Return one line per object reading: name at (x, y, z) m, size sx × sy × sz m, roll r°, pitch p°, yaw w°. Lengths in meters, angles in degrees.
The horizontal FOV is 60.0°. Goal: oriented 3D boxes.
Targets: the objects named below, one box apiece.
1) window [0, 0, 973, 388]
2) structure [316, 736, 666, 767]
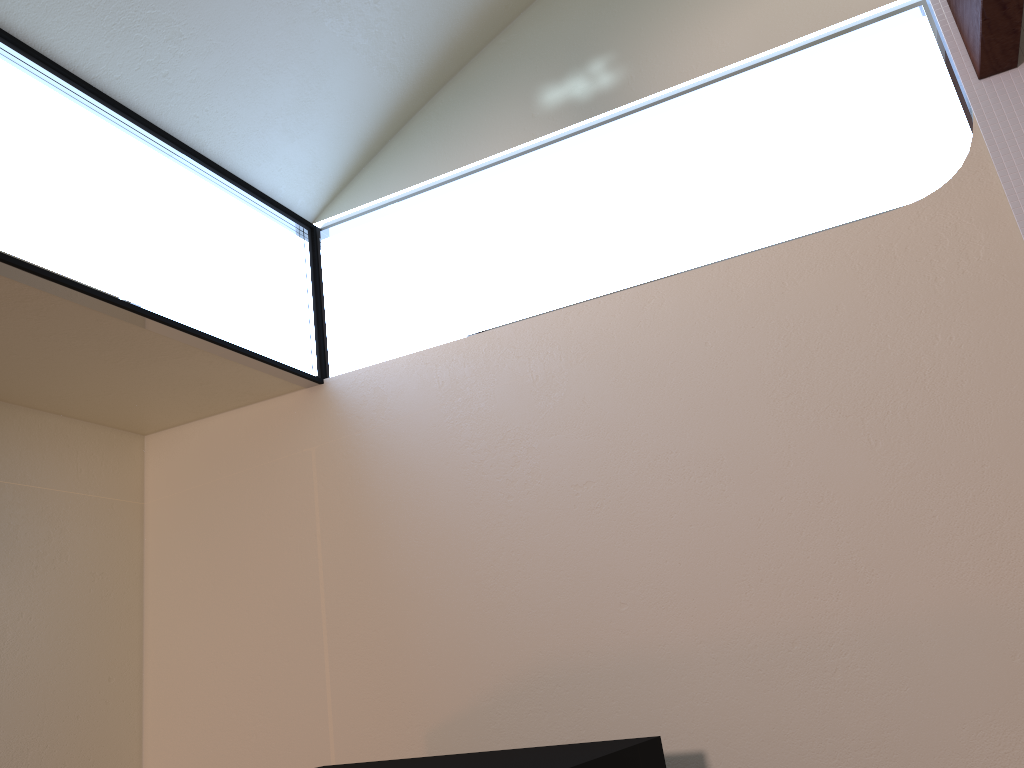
window at (-0.526, -1.026, 1.180) m, size 2.115 × 0.668 × 3.548 m, roll -16°, pitch -22°, yaw 22°
structure at (-0.198, 1.223, 1.533) m, size 0.873 × 0.850 × 0.807 m, roll -16°, pitch -21°, yaw 22°
